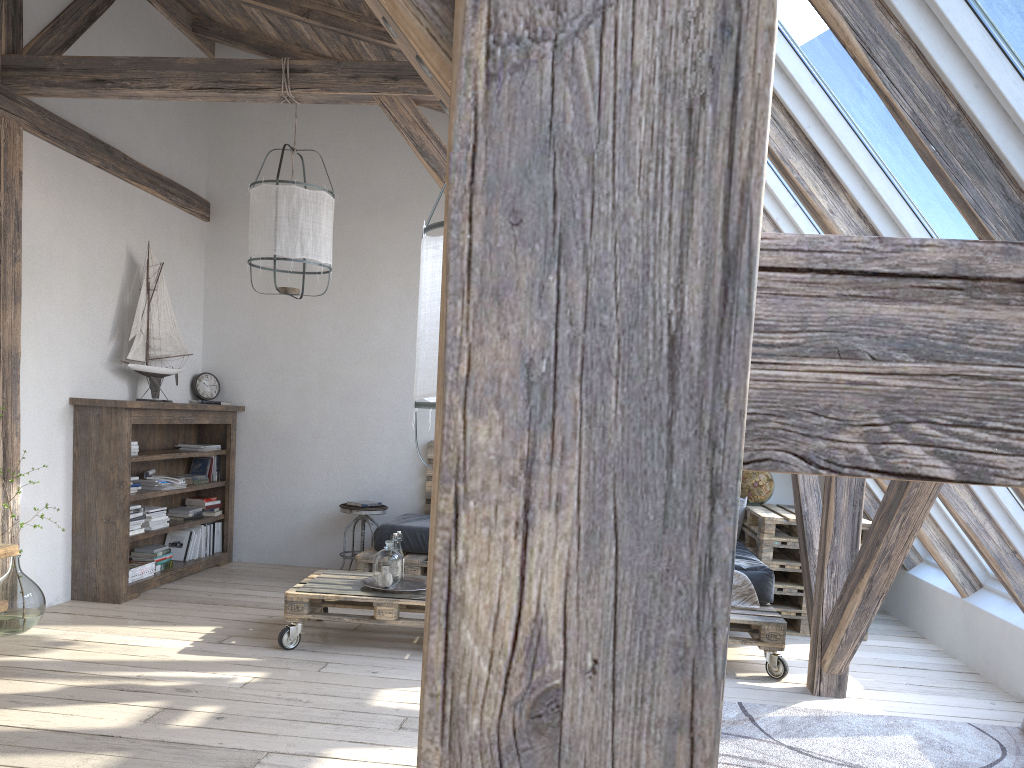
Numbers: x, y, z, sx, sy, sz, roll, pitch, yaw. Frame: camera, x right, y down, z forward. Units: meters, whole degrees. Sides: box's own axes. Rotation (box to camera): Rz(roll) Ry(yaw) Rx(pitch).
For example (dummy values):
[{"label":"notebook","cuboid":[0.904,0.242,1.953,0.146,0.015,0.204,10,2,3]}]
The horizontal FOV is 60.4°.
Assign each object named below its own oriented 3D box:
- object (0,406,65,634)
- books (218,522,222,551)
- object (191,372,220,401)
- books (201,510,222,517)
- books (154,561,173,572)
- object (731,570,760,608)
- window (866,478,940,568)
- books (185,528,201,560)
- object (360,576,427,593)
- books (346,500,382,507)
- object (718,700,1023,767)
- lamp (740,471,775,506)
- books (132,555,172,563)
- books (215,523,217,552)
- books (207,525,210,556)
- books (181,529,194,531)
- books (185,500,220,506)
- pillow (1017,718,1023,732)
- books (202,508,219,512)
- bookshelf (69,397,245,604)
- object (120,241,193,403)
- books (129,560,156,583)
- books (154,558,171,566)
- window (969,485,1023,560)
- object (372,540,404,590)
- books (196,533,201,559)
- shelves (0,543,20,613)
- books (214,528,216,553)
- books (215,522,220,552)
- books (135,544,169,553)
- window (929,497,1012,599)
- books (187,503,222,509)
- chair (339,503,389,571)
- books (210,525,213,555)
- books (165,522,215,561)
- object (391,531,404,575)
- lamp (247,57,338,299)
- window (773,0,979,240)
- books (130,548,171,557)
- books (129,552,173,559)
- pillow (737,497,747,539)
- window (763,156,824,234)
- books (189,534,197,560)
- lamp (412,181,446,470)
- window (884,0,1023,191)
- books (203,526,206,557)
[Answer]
[{"label":"object","cuboid":[-2.461,0.675,4.452,0.275,1.129,0.511,3,4,-7]},{"label":"books","cuboid":[-2.227,1.127,6.513,0.157,0.222,0.035,4,5,6]},{"label":"object","cuboid":[-2.249,0.020,6.467,0.081,0.211,0.205,7,4,42]},{"label":"books","cuboid":[-2.239,0.934,6.391,0.219,0.030,0.161,3,-2,-1]},{"label":"books","cuboid":[-2.340,1.180,5.719,0.173,0.039,0.222,3,-2,6]},{"label":"object","cuboid":[0.751,1.152,4.527,0.807,0.477,1.010,3,-1,36]},{"label":"window","cuboid":[2.255,0.480,5.356,1.095,1.286,0.850,3,3,6]},{"label":"books","cuboid":[-2.271,1.114,6.152,0.157,0.213,0.090,4,4,6]},{"label":"object","cuboid":[-0.589,1.043,4.576,0.393,0.022,0.395,2,-2,26]},{"label":"books","cuboid":[-1.056,0.854,6.285,0.149,0.021,0.205,2,-3,35]},{"label":"object","cuboid":[1.055,1.326,2.292,2.185,0.057,3.179,3,-2,6]},{"label":"lamp","cuboid":[1.606,0.890,6.229,0.390,1.294,0.816,3,3,-8]},{"label":"books","cuboid":[-2.336,1.129,5.717,0.157,0.021,0.224,3,-2,7]},{"label":"books","cuboid":[-2.252,1.124,6.464,0.157,0.221,0.021,4,5,6]},{"label":"books","cuboid":[-2.254,1.119,6.320,0.157,0.221,0.021,4,5,6]},{"label":"books","cuboid":[-2.310,1.113,6.110,0.157,0.207,0.107,4,3,6]},{"label":"books","cuboid":[-2.242,0.859,6.382,0.157,0.021,0.218,3,-2,10]},{"label":"pillow","cuboid":[2.158,1.219,3.176,0.435,0.527,1.129,3,-1,-2]},{"label":"books","cuboid":[-2.244,0.907,6.383,0.205,0.021,0.149,3,-2,-5]},{"label":"bookshelf","cuboid":[-2.274,0.710,5.804,0.348,1.181,1.618,4,0,6]},{"label":"object","cuboid":[-2.248,-0.382,5.617,0.140,0.999,0.786,4,2,11]},{"label":"books","cuboid":[-2.362,1.141,5.380,0.237,0.088,0.316,3,-2,6]},{"label":"books","cuboid":[-2.337,1.150,5.719,0.157,0.021,0.224,3,-2,2]},{"label":"window","cuboid":[2.063,0.399,3.532,1.095,1.286,0.850,3,3,6]},{"label":"object","cuboid":[-0.632,0.922,4.495,0.156,0.249,0.154,2,3,-26]},{"label":"books","cuboid":[-2.264,1.131,6.188,0.139,0.185,0.065,4,4,6]},{"label":"shelves","cuboid":[-2.569,0.969,3.513,0.330,0.452,1.598,4,-2,6]},{"label":"books","cuboid":[-2.237,1.141,6.443,0.139,0.186,0.018,4,5,6]},{"label":"books","cuboid":[-2.232,1.126,6.485,0.157,0.221,0.021,4,5,6]},{"label":"books","cuboid":[-2.343,1.070,5.727,0.132,0.021,0.198,3,-2,5]},{"label":"window","cuboid":[2.159,0.440,4.444,1.095,1.286,0.850,3,3,6]},{"label":"books","cuboid":[-2.237,0.884,6.391,0.161,0.026,0.202,3,-2,14]},{"label":"chair","cuboid":[-1.076,1.126,6.330,0.353,0.524,0.352,4,3,9]},{"label":"books","cuboid":[-2.244,1.120,6.359,0.157,0.222,0.017,4,5,6]},{"label":"books","cuboid":[-2.284,1.100,6.230,0.201,0.250,0.409,4,0,6]},{"label":"object","cuboid":[-0.614,0.917,4.658,0.071,0.270,0.153,4,3,6]},{"label":"lamp","cuboid":[-1.068,-0.977,4.283,0.400,1.092,0.404,-1,6,-43]},{"label":"window","cuboid":[1.046,-0.888,2.615,1.095,1.286,0.850,3,3,6]},{"label":"books","cuboid":[-2.348,1.093,5.723,0.174,0.025,0.220,3,-2,1]},{"label":"books","cuboid":[-2.348,1.112,5.726,0.173,0.013,0.229,3,-2,9]},{"label":"pillow","cuboid":[1.134,0.836,6.081,0.964,0.402,0.386,3,1,22]},{"label":"window","cuboid":[1.142,-0.848,3.527,1.095,1.286,0.850,3,3,6]},{"label":"books","cuboid":[-2.277,1.130,6.120,0.139,0.176,0.093,3,3,6]},{"label":"lamp","cuboid":[0.034,-0.750,1.816,0.407,1.910,0.396,-1,6,-43]},{"label":"window","cuboid":[0.950,-0.928,1.703,1.095,1.286,0.850,3,3,6]},{"label":"books","cuboid":[-2.255,1.116,6.249,0.157,0.222,0.017,4,5,6]}]
